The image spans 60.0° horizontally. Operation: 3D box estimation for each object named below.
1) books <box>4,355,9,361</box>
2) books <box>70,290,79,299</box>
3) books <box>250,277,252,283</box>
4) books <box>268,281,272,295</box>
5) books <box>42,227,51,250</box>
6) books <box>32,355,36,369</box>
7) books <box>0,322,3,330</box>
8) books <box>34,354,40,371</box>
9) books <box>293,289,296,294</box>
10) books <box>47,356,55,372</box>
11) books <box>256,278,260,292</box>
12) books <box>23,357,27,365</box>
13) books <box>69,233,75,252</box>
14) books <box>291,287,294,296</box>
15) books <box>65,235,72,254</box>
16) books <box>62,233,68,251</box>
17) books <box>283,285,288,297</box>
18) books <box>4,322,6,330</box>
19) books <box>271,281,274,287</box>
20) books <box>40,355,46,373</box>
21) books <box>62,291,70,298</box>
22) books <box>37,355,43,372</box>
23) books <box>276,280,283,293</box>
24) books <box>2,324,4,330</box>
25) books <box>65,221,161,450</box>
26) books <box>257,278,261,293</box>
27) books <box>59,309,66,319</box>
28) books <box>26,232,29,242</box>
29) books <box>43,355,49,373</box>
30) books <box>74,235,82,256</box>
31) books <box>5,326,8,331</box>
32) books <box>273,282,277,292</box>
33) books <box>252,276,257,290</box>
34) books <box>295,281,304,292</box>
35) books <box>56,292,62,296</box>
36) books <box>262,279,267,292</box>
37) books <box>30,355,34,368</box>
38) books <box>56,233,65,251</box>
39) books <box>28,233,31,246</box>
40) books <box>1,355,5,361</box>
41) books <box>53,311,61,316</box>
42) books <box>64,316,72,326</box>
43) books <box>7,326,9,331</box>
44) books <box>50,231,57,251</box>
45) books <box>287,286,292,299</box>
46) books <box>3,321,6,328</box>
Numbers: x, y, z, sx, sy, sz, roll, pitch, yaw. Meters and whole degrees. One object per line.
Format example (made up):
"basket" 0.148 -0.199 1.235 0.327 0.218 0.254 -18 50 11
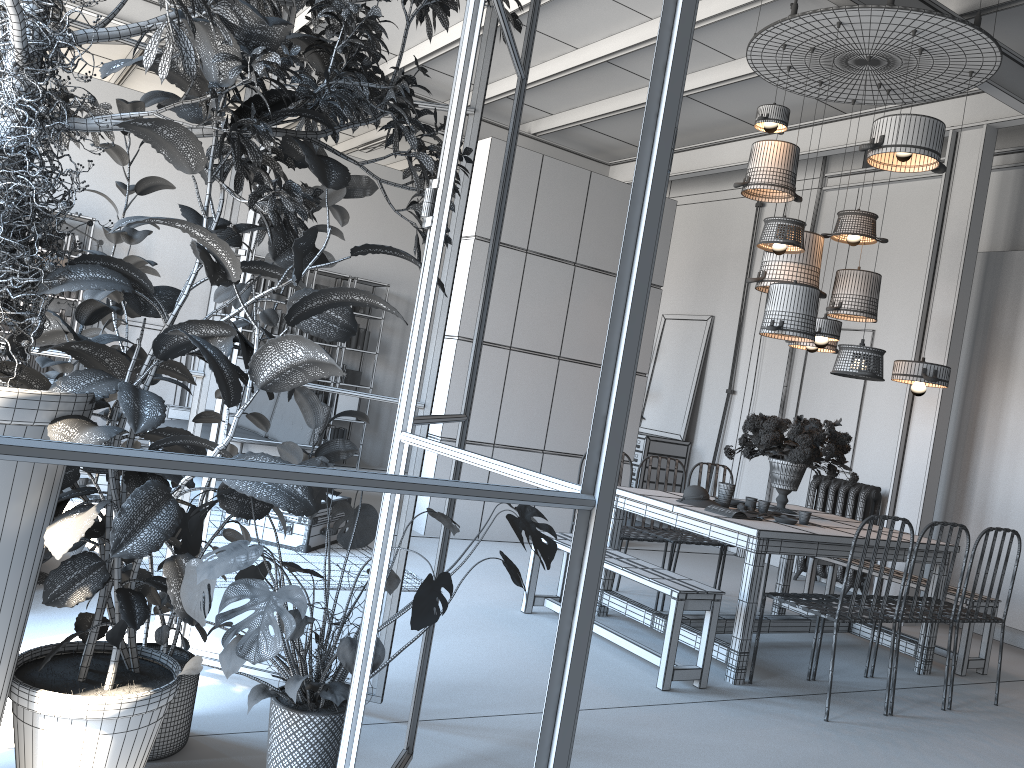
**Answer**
"books" -5.032 -0.198 8.830 0.047 0.190 0.278 10 0 -32
"books" -4.488 -1.022 9.099 0.071 0.303 0.222 10 0 -37
"books" -2.991 -1.213 9.975 0.068 0.318 0.319 10 0 -32
"books" -2.793 -1.124 10.133 0.029 0.231 0.173 10 0 -32
"books" -4.674 -1.454 8.884 0.083 0.242 0.178 10 0 -32
"books" -4.812 -0.176 8.906 0.022 0.227 0.165 10 0 -32
"books" -5.018 -0.621 8.726 0.012 0.177 0.134 10 0 -32
"books" -4.786 -0.196 8.920 0.027 0.278 0.202 10 0 -32
"books" -2.548 -1.082 10.278 0.027 0.238 0.180 10 0 -32
"books" -4.694 -0.165 9.006 0.057 0.244 0.180 10 0 -32
"books" -2.895 -1.199 10.017 0.027 0.326 0.272 10 0 -32
"books" -4.898 -0.200 8.888 0.057 0.244 0.180 10 0 -32
"books" -4.481 -1.415 9.007 0.022 0.236 0.186 10 0 -32
"books" -2.570 -1.083 10.265 0.023 0.232 0.187 10 0 -32
"books" -4.504 -1.417 8.993 0.032 0.231 0.179 10 0 -32
"books" -4.530 -1.421 8.976 0.032 0.231 0.179 10 0 -32
"books" -2.632 -1.102 10.225 0.057 0.242 0.178 10 0 -32
"books" -4.989 -0.616 8.745 0.012 0.177 0.134 10 0 -32
"books" -2.762 -1.112 10.141 0.019 0.224 0.168 10 0 -32
"books" -4.741 -0.188 8.949 0.027 0.278 0.202 10 0 -32
"books" -4.549 -1.010 9.053 0.084 0.267 0.193 10 0 -36
"books" -4.764 -0.192 8.935 0.027 0.278 0.202 10 0 -32
"books" -2.677 -1.108 10.173 0.077 0.244 0.178 10 0 -33
"books" -5.009 -0.620 8.732 0.012 0.177 0.134 10 0 -32
"books" -3.941 -0.412 8.871 0.264 2.162 2.306 9 0 36
"books" -2.872 -1.194 10.045 0.033 0.326 0.303 10 0 -32
"books" -4.619 -0.617 9.067 0.038 0.303 0.222 10 0 -32
"books" -4.834 -1.472 8.837 0.035 0.229 0.196 10 0 -32
"books" -4.719 -0.184 8.965 0.027 0.278 0.202 10 0 -32
"books" -4.430 -1.400 9.040 0.107 0.229 0.184 10 0 -32
"books" -4.980 -0.615 8.751 0.012 0.177 0.134 10 0 -32
"books" -2.737 -1.107 10.157 0.039 0.222 0.161 10 0 -32
"books" -2.940 -1.205 10.008 0.056 0.315 0.317 10 0 -32
"books" -2.502 -1.079 10.309 0.083 0.242 0.178 10 0 -32
"books" -4.618 -1.023 9.026 0.062 0.265 0.193 10 0 -37
"books" -2.822 -1.117 10.103 0.043 0.213 0.154 10 0 -32
"books" -4.831 -0.179 8.894 0.022 0.227 0.165 10 0 -32
"books" -4.572 -1.426 8.960 0.052 0.223 0.164 10 0 -32
"books" -4.810 -1.469 8.853 0.023 0.232 0.187 10 0 -32
"books" -5.091 -0.202 8.804 0.077 0.185 0.259 10 0 -32
"books" -4.662 -0.604 9.000 0.091 0.265 0.193 10 0 -32
"books" -4.555 -0.574 9.060 0.057 0.244 0.178 10 0 -32
"books" -4.970 -0.613 8.757 0.012 0.177 0.134 10 0 -32
"books" -4.612 -1.433 8.922 0.052 0.223 0.164 10 0 -32
"books" -2.594 -1.086 10.249 0.035 0.229 0.196 10 0 -32
"books" -4.999 -0.618 8.738 0.012 0.177 0.134 10 0 -32
